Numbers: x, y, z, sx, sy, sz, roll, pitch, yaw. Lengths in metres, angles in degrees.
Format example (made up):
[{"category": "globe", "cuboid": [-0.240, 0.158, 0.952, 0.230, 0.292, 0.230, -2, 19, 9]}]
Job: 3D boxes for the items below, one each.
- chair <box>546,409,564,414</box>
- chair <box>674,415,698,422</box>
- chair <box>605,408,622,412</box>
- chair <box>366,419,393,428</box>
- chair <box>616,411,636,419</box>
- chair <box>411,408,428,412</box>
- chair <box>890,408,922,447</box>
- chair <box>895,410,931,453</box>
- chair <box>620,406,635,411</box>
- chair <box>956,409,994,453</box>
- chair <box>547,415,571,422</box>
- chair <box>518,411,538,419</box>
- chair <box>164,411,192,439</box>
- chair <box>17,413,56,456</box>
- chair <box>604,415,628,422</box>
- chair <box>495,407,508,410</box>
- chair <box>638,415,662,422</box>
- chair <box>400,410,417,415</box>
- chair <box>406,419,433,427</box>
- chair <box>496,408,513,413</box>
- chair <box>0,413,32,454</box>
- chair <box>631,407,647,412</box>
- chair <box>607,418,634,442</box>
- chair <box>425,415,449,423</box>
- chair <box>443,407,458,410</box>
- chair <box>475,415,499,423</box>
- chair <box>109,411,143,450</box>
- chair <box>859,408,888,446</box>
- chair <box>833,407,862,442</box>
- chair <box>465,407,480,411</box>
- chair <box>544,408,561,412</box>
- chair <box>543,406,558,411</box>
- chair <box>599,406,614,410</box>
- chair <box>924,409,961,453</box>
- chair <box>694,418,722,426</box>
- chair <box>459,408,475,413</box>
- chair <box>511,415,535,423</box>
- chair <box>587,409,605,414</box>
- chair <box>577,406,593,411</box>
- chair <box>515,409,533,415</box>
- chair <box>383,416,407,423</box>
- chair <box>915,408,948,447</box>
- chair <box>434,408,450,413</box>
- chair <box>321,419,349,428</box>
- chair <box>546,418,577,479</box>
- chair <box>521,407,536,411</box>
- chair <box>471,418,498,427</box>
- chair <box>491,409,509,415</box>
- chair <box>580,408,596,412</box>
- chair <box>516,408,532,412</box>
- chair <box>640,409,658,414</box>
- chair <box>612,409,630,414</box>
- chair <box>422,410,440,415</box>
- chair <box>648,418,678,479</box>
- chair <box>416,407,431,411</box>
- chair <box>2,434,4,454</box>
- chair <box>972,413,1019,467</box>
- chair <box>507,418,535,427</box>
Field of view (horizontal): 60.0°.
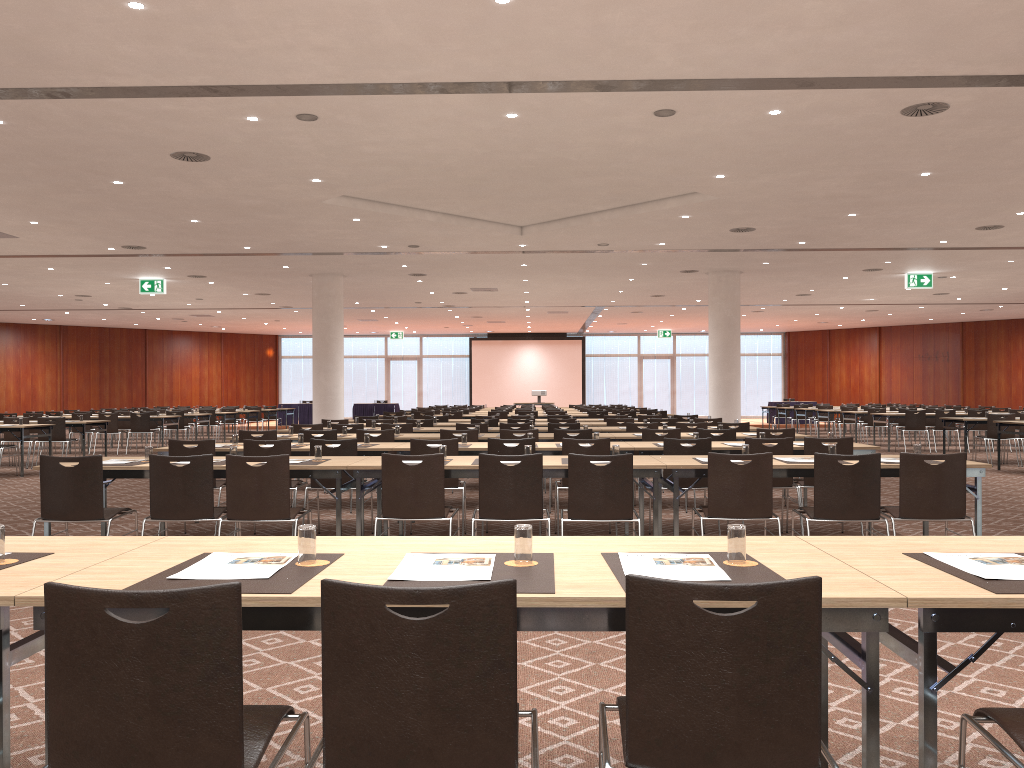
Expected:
[{"category": "chair", "cuboid": [1.038, 1.082, 21.690, 0.535, 0.939, 0.614, 0, 0, -1]}, {"category": "chair", "cuboid": [3.118, 1.020, 16.059, 0.535, 0.939, 0.614, 0, 0, -1]}, {"category": "chair", "cuboid": [2.689, 1.093, 23.572, 0.535, 0.939, 0.614, 0, 0, 3]}, {"category": "chair", "cuboid": [-2.097, 1.025, 14.225, 0.535, 0.939, 0.614, 0, 0, 0]}, {"category": "chair", "cuboid": [2.505, 1.056, 19.576, 0.535, 0.939, 0.614, 0, 0, 0]}, {"category": "chair", "cuboid": [-2.469, 1.117, 23.779, 0.535, 0.939, 0.614, 0, 0, -1]}, {"category": "chair", "cuboid": [9.467, 1.043, 21.354, 0.535, 0.939, 0.614, 0, 0, 3]}, {"category": "chair", "cuboid": [8.752, 1.027, 19.371, 0.535, 0.939, 0.614, 0, 0, 3]}, {"category": "chair", "cuboid": [3.313, 1.109, 25.557, 0.535, 0.939, 0.614, 0, 0, 3]}, {"category": "chair", "cuboid": [10.085, 1.021, 19.337, 0.535, 0.939, 0.614, 0, 0, 1]}, {"category": "chair", "cuboid": [0.853, 1.031, 16.193, 0.535, 0.939, 0.614, 0, 0, -1]}, {"category": "chair", "cuboid": [0.358, 1.066, 19.707, 0.535, 0.939, 0.614, 0, 0, 1]}, {"category": "chair", "cuboid": [-8.222, 1.123, 21.801, 0.535, 0.939, 0.614, 0, 0, -1]}, {"category": "chair", "cuboid": [-10.638, 1.115, 19.861, 0.535, 0.939, 0.614, 0, 0, 3]}, {"category": "chair", "cuboid": [1.868, 1.025, 16.091, 0.535, 0.939, 0.614, 0, 0, 1]}, {"category": "chair", "cuboid": [-0.264, 1.125, 25.647, 0.535, 0.939, 0.614, 0, 0, 3]}, {"category": "chair", "cuboid": [2.486, 1.023, 16.110, 0.535, 0.939, 0.614, 0, 0, 1]}, {"category": "chair", "cuboid": [-2.511, 1.098, 21.738, 0.535, 0.939, 0.614, 0, 0, 2]}, {"category": "chair", "cuboid": [-1.444, 1.022, 14.174, 0.535, 0.939, 0.614, 0, 0, 4]}, {"category": "chair", "cuboid": [-0.192, 1.106, 23.680, 0.535, 0.939, 0.614, 0, 0, 3]}, {"category": "chair", "cuboid": [-11.251, 1.118, 19.958, 0.535, 0.939, 0.614, 0, 0, 3]}, {"category": "chair", "cuboid": [3.357, 1.090, 23.590, 0.535, 0.939, 0.614, 0, 0, 1]}, {"category": "chair", "cuboid": [1.722, 1.008, 14.170, 0.535, 0.939, 0.614, 0, 0, 3]}, {"category": "chair", "cuboid": [-1.358, 1.041, 16.249, 0.535, 0.939, 0.614, 0, 0, 3]}, {"category": "chair", "cuboid": [-1.758, 1.132, 25.762, 0.535, 0.939, 0.614, 0, 0, 1]}, {"category": "chair", "cuboid": [-0.431, 1.036, 16.149, 0.535, 0.939, 0.614, 0, 0, 4]}, {"category": "chair", "cuboid": [-9.499, 1.129, 21.833, 0.535, 0.939, 0.614, 0, 0, 4]}, {"category": "chair", "cuboid": [8.793, 1.047, 21.511, 0.535, 0.939, 0.614, 0, 0, 3]}, {"category": "chair", "cuboid": [8.889, 1.065, 23.509, 0.535, 0.939, 0.614, 0, 0, 1]}, {"category": "chair", "cuboid": [-1.138, 1.129, 25.704, 0.535, 0.939, 0.614, 0, 0, 4]}, {"category": "chair", "cuboid": [1.080, 1.100, 23.613, 0.535, 0.939, 0.614, 0, 0, 0]}, {"category": "chair", "cuboid": [1.106, 1.119, 25.690, 0.535, 0.939, 0.614, 0, 0, -1]}, {"category": "chair", "cuboid": [2.711, 1.112, 25.607, 0.535, 0.939, 0.614, 0, 0, -1]}, {"category": "chair", "cuboid": [9.432, 1.025, 19.435, 0.535, 0.939, 0.614, 0, 0, 3]}, {"category": "chair", "cuboid": [3.091, 1.001, 14.094, 0.535, 0.939, 0.614, 0, 0, 2]}, {"category": "chair", "cuboid": [-1.191, 1.110, 23.670, 0.535, 0.939, 0.614, 0, 0, -1]}, {"category": "chair", "cuboid": [0.206, 1.033, 16.167, 0.535, 0.939, 0.614, 0, 0, 1]}, {"category": "chair", "cuboid": [2.033, 1.077, 21.588, 0.535, 0.939, 0.614, 0, 0, 0]}, {"category": "chair", "cuboid": [2.098, 1.114, 25.588, 0.535, 0.939, 0.614, 0, 0, 1]}, {"category": "chair", "cuboid": [0.291, 1.085, 21.667, 0.535, 0.939, 0.614, 0, 0, 0]}, {"category": "chair", "cuboid": [-2.111, 1.043, 16.191, 0.535, 0.939, 0.614, 0, 0, 0]}, {"category": "chair", "cuboid": [10.139, 1.040, 21.418, 0.535, 0.939, 0.614, 0, 0, 0]}, {"category": "chair", "cuboid": [-1.851, 1.114, 23.722, 0.535, 0.939, 0.614, 0, 0, 4]}, {"category": "chair", "cuboid": [-2.812, 1.028, 14.285, 0.535, 0.939, 0.614, 0, 0, 2]}, {"category": "chair", "cuboid": [0.811, 1.012, 14.151, 0.535, 0.939, 0.614, 0, 0, 2]}, {"category": "chair", "cuboid": [0.472, 1.122, 25.664, 0.535, 0.939, 0.614, 0, 0, 0]}, {"category": "chair", "cuboid": [-0.439, 1.018, 14.225, 0.535, 0.939, 0.614, 0, 0, -1]}, {"category": "chair", "cuboid": [-0.286, 1.087, 21.647, 0.535, 0.939, 0.614, 0, 0, 1]}, {"category": "chair", "cuboid": [2.026, 1.096, 23.666, 0.535, 0.939, 0.614, 0, 0, 2]}, {"category": "chair", "cuboid": [0.335, 1.104, 23.709, 0.535, 0.939, 0.614, 0, 0, 2]}, {"category": "chair", "cuboid": [3.308, 1.071, 21.556, 0.535, 0.939, 0.614, 0, 0, 3]}, {"category": "chair", "cuboid": [2.641, 1.074, 21.608, 0.535, 0.939, 0.614, 0, 0, 1]}, {"category": "chair", "cuboid": [-1.946, 1.095, 21.689, 0.535, 0.939, 0.614, 0, 0, 4]}, {"category": "chair", "cuboid": [2.379, 1.004, 14.077, 0.535, 0.939, 0.614, 0, 0, -1]}, {"category": "chair", "cuboid": [-2.529, 1.135, 25.705, 0.535, 0.939, 0.614, 0, 0, 3]}, {"category": "chair", "cuboid": [-11.839, 1.120, 19.892, 0.535, 0.939, 0.614, 0, 0, 4]}, {"category": "chair", "cuboid": [8.652, 0.994, 15.880, 0.535, 0.939, 0.614, 0, 0, 2]}, {"category": "chair", "cuboid": [0.151, 1.014, 14.133, 0.535, 0.939, 0.614, 0, 0, 2]}]
